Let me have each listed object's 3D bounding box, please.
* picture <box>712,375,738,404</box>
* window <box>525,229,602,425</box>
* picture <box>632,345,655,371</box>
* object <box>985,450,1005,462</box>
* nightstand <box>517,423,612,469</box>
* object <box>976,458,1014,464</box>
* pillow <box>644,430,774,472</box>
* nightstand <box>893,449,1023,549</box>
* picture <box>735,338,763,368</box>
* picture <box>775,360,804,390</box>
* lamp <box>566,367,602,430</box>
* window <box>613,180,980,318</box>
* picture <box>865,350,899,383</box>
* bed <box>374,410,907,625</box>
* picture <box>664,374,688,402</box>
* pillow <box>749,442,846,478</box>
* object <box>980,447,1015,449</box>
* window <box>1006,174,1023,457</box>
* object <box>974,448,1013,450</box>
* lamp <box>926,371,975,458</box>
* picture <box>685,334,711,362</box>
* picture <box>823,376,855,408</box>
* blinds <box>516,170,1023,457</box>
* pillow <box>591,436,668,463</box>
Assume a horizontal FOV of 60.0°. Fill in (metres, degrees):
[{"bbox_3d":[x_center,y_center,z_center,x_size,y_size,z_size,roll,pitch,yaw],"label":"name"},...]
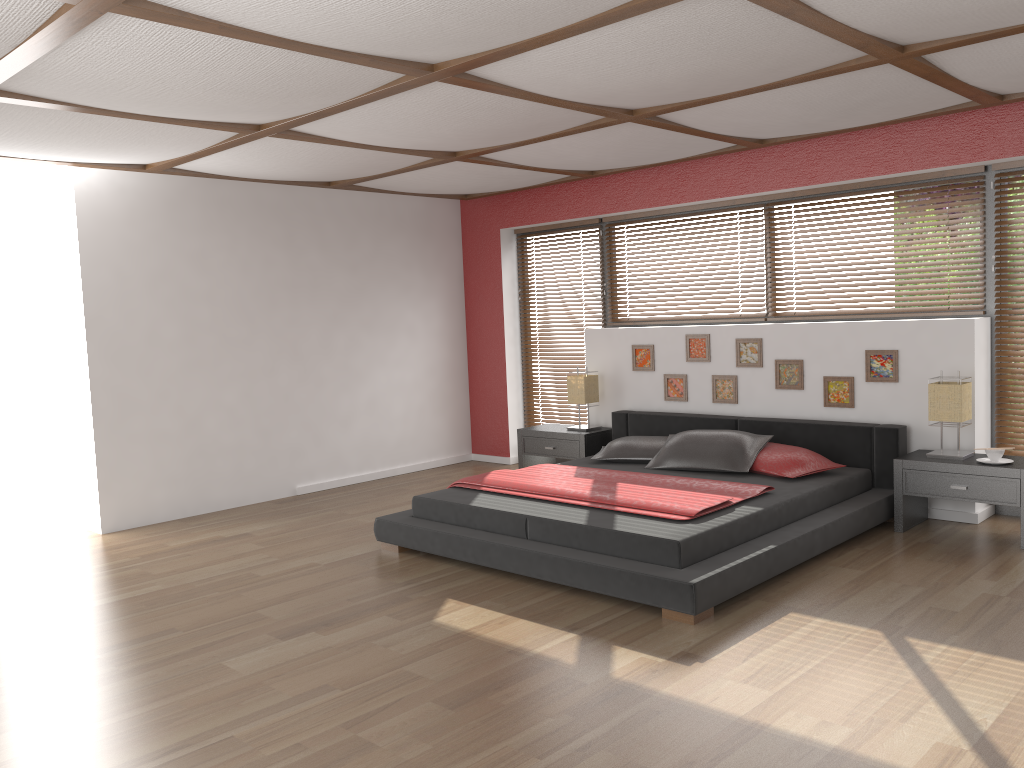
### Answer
[{"bbox_3d":[1.507,0.038,6.283,0.200,0.200,0.010,2,6,44],"label":"picture"},{"bbox_3d":[0.471,-0.386,7.734,0.889,1.893,0.020,2,6,44],"label":"window"},{"bbox_3d":[0.998,-0.198,6.750,0.200,0.200,0.010,2,6,44],"label":"picture"},{"bbox_3d":[2.624,0.389,4.821,0.099,0.069,0.099,-4,5,-21],"label":"object"},{"bbox_3d":[0.434,0.565,7.044,0.700,0.423,0.413,2,6,44],"label":"nightstand"},{"bbox_3d":[2.626,0.421,4.823,0.179,0.012,0.179,-4,5,-21],"label":"object"},{"bbox_3d":[1.239,0.417,5.657,0.744,0.241,0.386,1,6,39],"label":"pillow"},{"bbox_3d":[2.573,0.630,4.976,0.700,0.423,0.413,2,6,44],"label":"nightstand"},{"bbox_3d":[1.638,-0.215,6.127,0.200,0.200,0.010,2,6,44],"label":"picture"},{"bbox_3d":[1.855,-0.063,5.934,0.200,0.200,0.010,2,6,44],"label":"picture"},{"bbox_3d":[0.556,0.105,6.927,0.200,0.480,0.200,2,6,44],"label":"lamp"},{"bbox_3d":[1.851,-0.884,6.335,2.817,0.786,0.020,2,6,44],"label":"window"},{"bbox_3d":[2.294,-0.111,5.503,0.200,0.200,0.010,2,6,44],"label":"picture"},{"bbox_3d":[0.703,0.602,5.389,2.469,0.577,2.413,2,6,44],"label":"bed"},{"bbox_3d":[1.212,0.028,6.569,0.200,0.200,0.010,2,6,44],"label":"picture"},{"bbox_3d":[1.625,0.466,5.483,0.418,0.172,0.745,-5,5,-27],"label":"pillow"},{"bbox_3d":[2.630,0.350,4.819,0.192,0.007,0.007,-2,4,9],"label":"object"},{"bbox_3d":[3.275,-0.300,5.023,0.889,1.893,0.020,2,6,44],"label":"window"},{"bbox_3d":[2.609,0.352,4.809,0.192,0.007,0.007,-1,4,14],"label":"object"},{"bbox_3d":[2.496,0.164,5.053,0.200,0.480,0.200,2,6,44],"label":"lamp"},{"bbox_3d":[1.343,-0.259,6.408,0.200,0.200,0.010,2,6,44],"label":"picture"},{"bbox_3d":[2.103,0.051,5.707,0.200,0.200,0.010,2,6,44],"label":"picture"},{"bbox_3d":[1.826,-0.302,6.333,4.840,1.952,0.032,2,6,44],"label":"blinds"},{"bbox_3d":[0.933,0.450,6.078,0.745,0.172,0.418,-1,5,19],"label":"pillow"}]
